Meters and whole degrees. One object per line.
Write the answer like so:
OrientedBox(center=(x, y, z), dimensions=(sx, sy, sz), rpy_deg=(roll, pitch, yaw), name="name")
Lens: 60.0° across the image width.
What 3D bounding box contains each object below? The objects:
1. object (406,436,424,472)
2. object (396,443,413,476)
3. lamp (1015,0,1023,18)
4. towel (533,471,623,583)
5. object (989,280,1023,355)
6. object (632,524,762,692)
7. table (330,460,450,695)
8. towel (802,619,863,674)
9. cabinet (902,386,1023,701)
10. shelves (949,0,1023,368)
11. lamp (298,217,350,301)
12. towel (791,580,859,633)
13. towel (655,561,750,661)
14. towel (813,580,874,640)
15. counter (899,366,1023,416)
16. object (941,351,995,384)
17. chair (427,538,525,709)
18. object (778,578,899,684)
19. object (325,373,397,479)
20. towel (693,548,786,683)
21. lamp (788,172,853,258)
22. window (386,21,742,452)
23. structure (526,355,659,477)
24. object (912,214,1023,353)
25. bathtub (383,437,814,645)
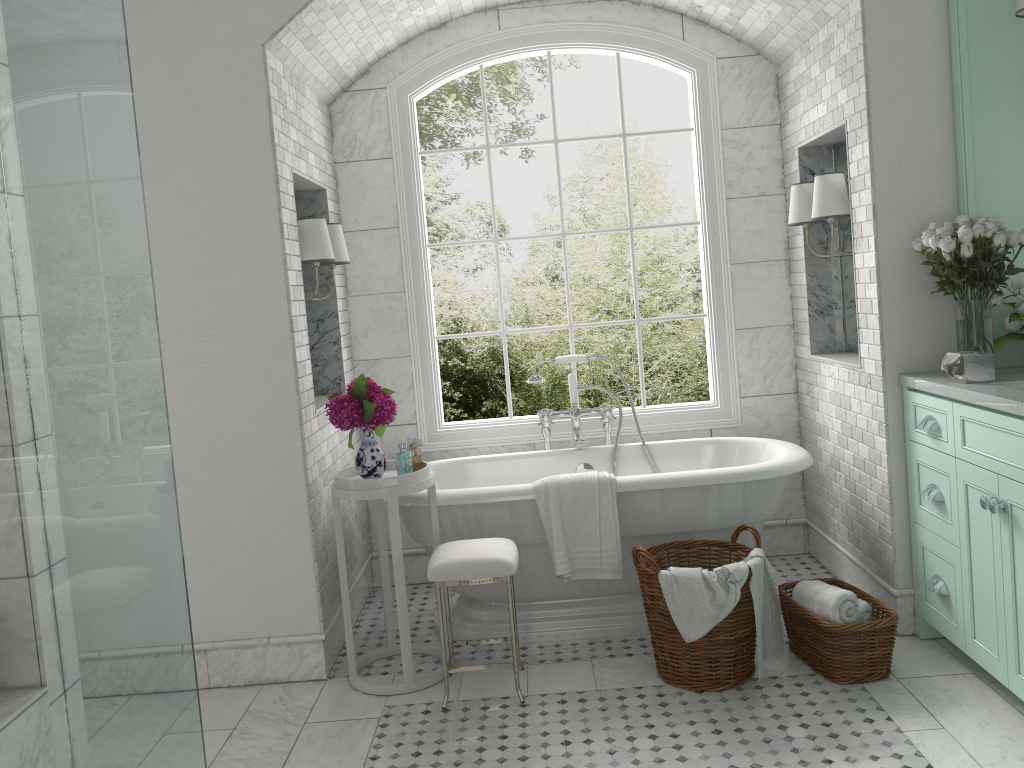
OrientedBox(center=(-0.424, 0.312, 3.911), dimensions=(0.084, 0.167, 0.097), rpy_deg=(-3, 4, 22), name="object")
OrientedBox(center=(-0.464, 0.332, 3.818), dimensions=(0.058, 0.153, 0.086), rpy_deg=(-3, 4, 21), name="object")
OrientedBox(center=(2.101, -1.402, 3.401), dimensions=(0.309, 0.486, 0.183), rpy_deg=(-5, 4, 0), name="lamp")
OrientedBox(center=(0.297, 0.629, 4.008), dimensions=(0.374, 0.462, 0.454), rpy_deg=(-5, 5, 3), name="towel")
OrientedBox(center=(2.106, -0.242, 3.469), dimensions=(0.394, 0.401, 0.454), rpy_deg=(-5, 5, 3), name="object")
OrientedBox(center=(0.779, 0.906, 3.658), dimensions=(0.518, 0.569, 0.521), rpy_deg=(-2, 6, 33), name="object")
OrientedBox(center=(-0.528, 0.820, 3.884), dimensions=(0.451, 0.904, 0.450), rpy_deg=(-8, 5, -36), name="table")
OrientedBox(center=(1.300, 1.054, 3.606), dimensions=(0.153, 0.162, 0.312), rpy_deg=(-6, 5, -9), name="towel")
OrientedBox(center=(2.067, 0.661, 2.401), dimensions=(0.863, 1.094, 2.807), rpy_deg=(-5, 6, 1), name="cabinet")
OrientedBox(center=(2.058, -0.986, 2.292), dimensions=(0.465, 2.117, 2.818), rpy_deg=(-5, 5, 1), name="shelves")
OrientedBox(center=(-0.987, -0.603, 4.363), dimensions=(0.308, 0.382, 0.549), rpy_deg=(-5, 5, 1), name="lamp")
OrientedBox(center=(1.269, 0.908, 3.586), dimensions=(0.149, 0.211, 0.322), rpy_deg=(-6, 5, -16), name="towel")
OrientedBox(center=(0.775, 0.910, 3.564), dimensions=(0.399, 0.437, 0.485), rpy_deg=(-5, 5, 2), name="towel")
OrientedBox(center=(1.366, 0.936, 3.694), dimensions=(0.165, 0.185, 0.313), rpy_deg=(-7, 6, -29), name="towel")
OrientedBox(center=(2.034, 0.029, 2.362), dimensions=(0.823, 0.181, 2.816), rpy_deg=(-5, 6, 1), name="counter")
OrientedBox(center=(1.748, -0.067, 3.413), dimensions=(0.147, 0.112, 0.136), rpy_deg=(-5, 5, -3), name="object")
OrientedBox(center=(-0.137, 0.966, 3.662), dimensions=(0.371, 0.601, 0.367), rpy_deg=(-5, 4, 1), name="chair")
OrientedBox(center=(1.335, 1.015, 3.657), dimensions=(0.345, 0.260, 0.552), rpy_deg=(-6, 6, -8), name="object")
OrientedBox(center=(-0.646, 0.183, 3.866), dimensions=(0.332, 0.470, 0.296), rpy_deg=(-5, 4, 3), name="object")
OrientedBox(center=(0.826, 0.922, 3.624), dimensions=(0.460, 0.468, 0.384), rpy_deg=(-1, 6, 40), name="towel")
OrientedBox(center=(1.554, -0.811, 4.310), dimensions=(0.308, 0.382, 0.549), rpy_deg=(-5, 5, 1), name="lamp")
OrientedBox(center=(0.290, -0.843, 5.010), dimensions=(1.831, 2.317, 0.118), rpy_deg=(-5, 4, 1), name="window")
OrientedBox(center=(0.488, 0.484, 4.754), dimensions=(0.778, 1.282, 0.341), rpy_deg=(-4, 4, 11), name="structure")
OrientedBox(center=(1.838, -0.351, 3.533), dimensions=(0.391, 0.652, 0.357), rpy_deg=(-4, 4, 13), name="object")
OrientedBox(center=(0.406, 0.762, 4.411), dimensions=(2.165, 0.756, 0.944), rpy_deg=(-5, 5, 1), name="bathtub")
